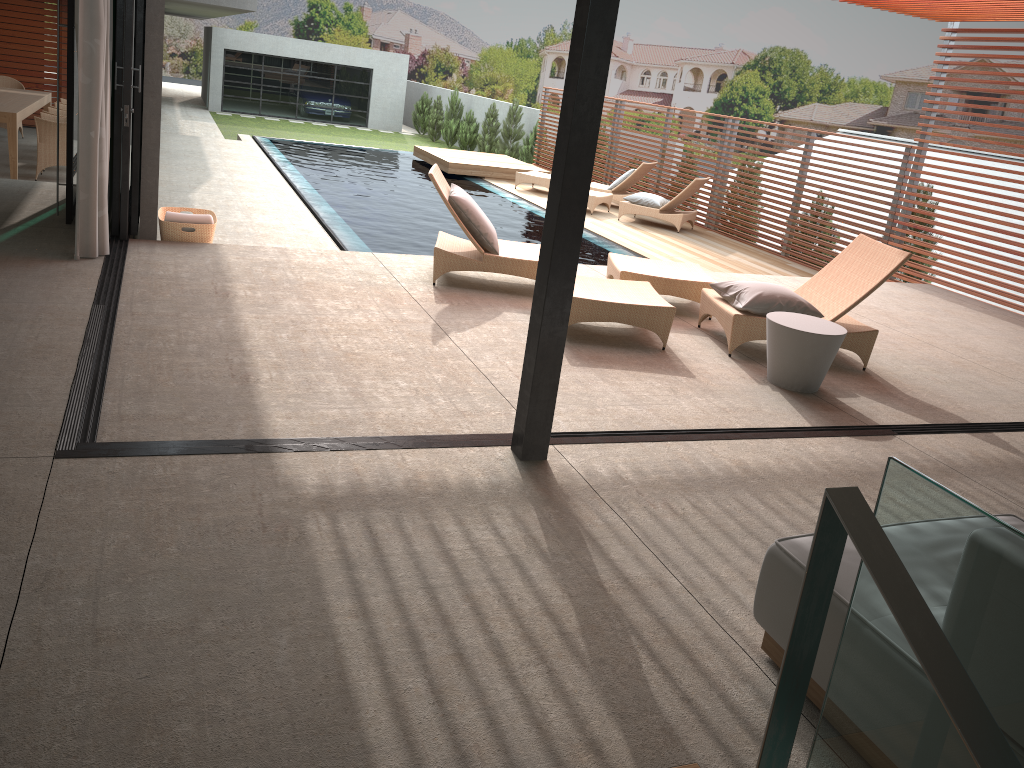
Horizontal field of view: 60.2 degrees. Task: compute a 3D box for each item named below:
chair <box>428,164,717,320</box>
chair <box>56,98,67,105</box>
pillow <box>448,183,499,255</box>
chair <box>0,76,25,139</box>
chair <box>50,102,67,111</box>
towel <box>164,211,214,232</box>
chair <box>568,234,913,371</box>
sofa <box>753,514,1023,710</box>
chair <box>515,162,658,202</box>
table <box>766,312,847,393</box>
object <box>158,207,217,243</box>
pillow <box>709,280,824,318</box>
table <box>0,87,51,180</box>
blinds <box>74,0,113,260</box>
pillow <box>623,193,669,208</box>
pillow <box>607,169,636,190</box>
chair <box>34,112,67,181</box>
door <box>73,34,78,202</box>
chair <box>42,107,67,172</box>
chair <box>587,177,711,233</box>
[{"bbox_3d":[0.454,-1.123,6.901,2.292,0.811,0.716,7,17,-4],"label":"chair"},{"bbox_3d":[-5.857,-3.562,12.087,0.629,0.845,0.631,1,18,-22],"label":"chair"},{"bbox_3d":[-0.294,-1.276,6.828,0.426,0.418,0.623,7,18,-5],"label":"pillow"},{"bbox_3d":[-7.241,-3.906,12.509,0.617,0.845,0.644,1,18,-22],"label":"chair"},{"bbox_3d":[-5.598,-3.296,11.428,0.629,0.845,0.631,1,18,-22],"label":"chair"},{"bbox_3d":[-2.570,-1.218,7.015,0.368,0.305,0.316,1,19,-22],"label":"towel"},{"bbox_3d":[1.411,-0.690,6.049,2.291,0.811,0.717,6,17,-8],"label":"chair"},{"bbox_3d":[1.487,0.724,2.066,1.012,0.717,1.634,1,20,-22],"label":"sofa"},{"bbox_3d":[1.245,-3.565,15.112,2.314,0.810,0.709,17,19,25],"label":"chair"},{"bbox_3d":[1.754,-0.185,5.393,0.477,0.385,0.483,-7,23,-39],"label":"table"},{"bbox_3d":[-2.635,-1.219,7.161,0.445,0.294,0.696,1,20,-22],"label":"object"},{"bbox_3d":[1.739,-0.593,6.075,0.592,0.190,0.610,4,19,-11],"label":"pillow"},{"bbox_3d":[-6.480,-3.112,10.699,1.278,0.741,3.334,1,20,-22],"label":"table"},{"bbox_3d":[-2.778,-2.346,5.880,0.229,2.873,0.904,1,17,-25],"label":"blinds"},{"bbox_3d":[2.056,-2.802,13.431,0.598,0.190,0.604,16,20,22],"label":"pillow"},{"bbox_3d":[1.925,-3.422,14.772,0.430,0.418,0.617,16,19,23],"label":"pillow"},{"bbox_3d":[-5.079,-2.762,10.110,0.629,0.845,0.631,1,18,-22],"label":"chair"},{"bbox_3d":[-1.373,-0.163,2.377,15.548,4.383,5.819,23,23,37],"label":"door"},{"bbox_3d":[-5.338,-3.029,10.769,0.629,0.845,0.631,1,18,-22],"label":"chair"},{"bbox_3d":[1.789,-2.957,13.595,2.315,0.810,0.709,18,19,26],"label":"chair"}]
